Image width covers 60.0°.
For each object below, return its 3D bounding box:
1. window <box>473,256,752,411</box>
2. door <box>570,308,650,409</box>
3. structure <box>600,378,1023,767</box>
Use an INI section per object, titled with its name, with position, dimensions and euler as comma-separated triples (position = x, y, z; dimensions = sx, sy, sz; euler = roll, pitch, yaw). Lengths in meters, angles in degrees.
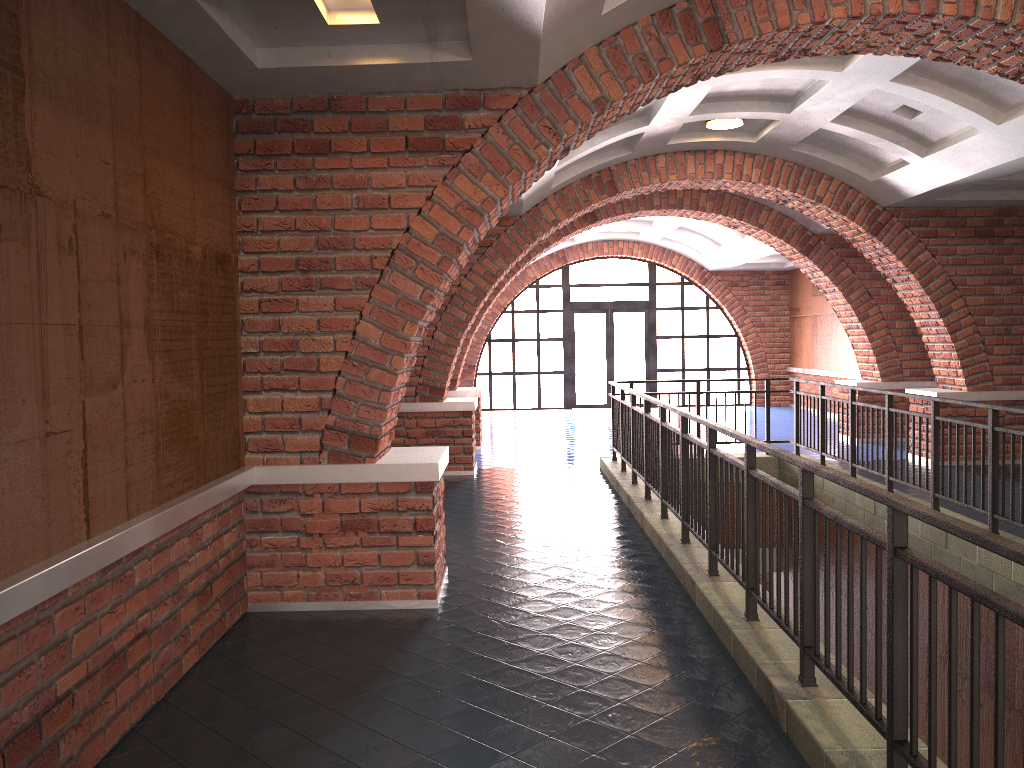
[window]
position = 2.250, -1.142, 19.919
dimensions = 6.353, 3.471, 0.100
euler = -1, 3, 0
[door]
position = 2.208, -0.574, 19.952
dimensions = 1.754, 2.236, 0.040
euler = -1, 3, 0
[structure]
position = 2.343, 3.032, 5.566
dimensions = 2.464, 5.665, 11.177
euler = -1, 3, 0
